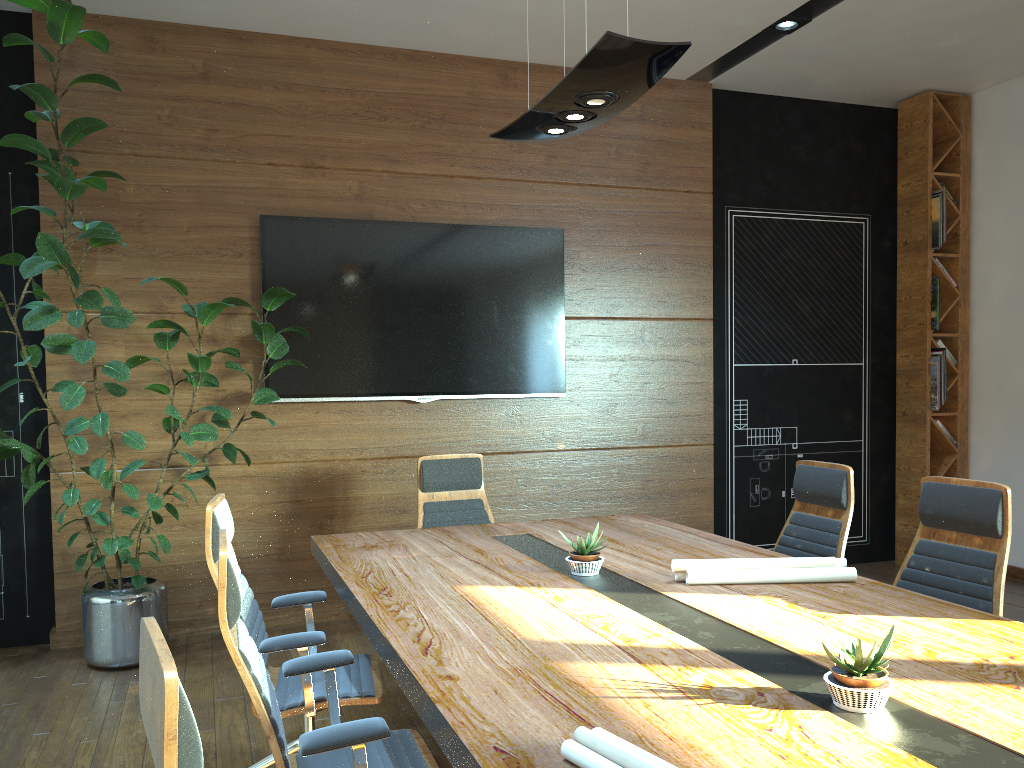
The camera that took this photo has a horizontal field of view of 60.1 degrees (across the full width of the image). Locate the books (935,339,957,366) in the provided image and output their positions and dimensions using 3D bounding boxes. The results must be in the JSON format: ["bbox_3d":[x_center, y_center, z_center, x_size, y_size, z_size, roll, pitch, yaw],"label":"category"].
[{"bbox_3d":[-0.518,-0.185,5.620,8.418,0.209,0.175,-1,2,-19],"label":"books"}]

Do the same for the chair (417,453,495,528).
[{"bbox_3d":[-0.218,0.964,4.807,0.706,1.130,0.695,-2,2,-24],"label":"chair"}]

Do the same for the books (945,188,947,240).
[{"bbox_3d":[-0.540,-1.230,5.592,7.997,0.391,0.397,-1,1,-19],"label":"books"}]

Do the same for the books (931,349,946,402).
[{"bbox_3d":[-0.521,-0.008,5.646,8.004,0.402,0.386,-1,1,-19],"label":"books"}]

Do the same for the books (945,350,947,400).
[{"bbox_3d":[-0.522,-0.010,5.649,8.029,0.382,0.395,-1,1,-19],"label":"books"}]

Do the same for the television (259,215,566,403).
[{"bbox_3d":[-0.600,-0.465,5.847,2.029,1.183,0.075,-1,3,-19],"label":"television"}]

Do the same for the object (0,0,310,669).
[{"bbox_3d":[-2.325,-0.133,4.834,1.681,3.374,2.033,0,2,22],"label":"object"}]

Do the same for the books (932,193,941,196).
[{"bbox_3d":[-0.542,-1.193,5.602,7.911,0.400,0.397,-1,1,-19],"label":"books"}]

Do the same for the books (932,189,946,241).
[{"bbox_3d":[-0.541,-1.228,5.595,7.989,0.394,0.397,-1,1,-19],"label":"books"}]

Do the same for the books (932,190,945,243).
[{"bbox_3d":[-0.541,-1.217,5.594,7.964,0.396,0.397,-1,1,-19],"label":"books"}]

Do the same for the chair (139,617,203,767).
[{"bbox_3d":[-0.286,0.967,1.593,0.695,1.130,0.705,-2,2,-27],"label":"chair"}]

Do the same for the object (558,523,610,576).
[{"bbox_3d":[0.274,0.629,3.382,0.153,0.188,0.177,-2,2,-31],"label":"object"}]

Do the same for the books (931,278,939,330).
[{"bbox_3d":[-0.533,-0.552,5.632,7.867,0.391,0.397,-1,1,-19],"label":"books"}]

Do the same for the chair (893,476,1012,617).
[{"bbox_3d":[1.491,0.940,3.374,0.695,1.130,0.705,-2,2,-23],"label":"chair"}]

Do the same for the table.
[{"bbox_3d":[0.785,1.112,1.995,1.784,0.798,5.536,-1,0,-19],"label":"table"}]

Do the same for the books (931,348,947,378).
[{"bbox_3d":[-0.522,-0.022,5.647,8.038,0.398,0.391,-1,1,-19],"label":"books"}]

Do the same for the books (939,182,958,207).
[{"bbox_3d":[-0.516,-0.174,5.615,8.414,2.653,0.160,-1,3,-19],"label":"books"}]

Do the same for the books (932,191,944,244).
[{"bbox_3d":[-0.539,-1.206,5.592,7.940,0.398,0.391,-1,1,-19],"label":"books"}]

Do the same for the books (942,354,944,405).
[{"bbox_3d":[-0.523,0.022,5.654,7.965,0.384,0.400,-1,1,-19],"label":"books"}]

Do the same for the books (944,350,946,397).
[{"bbox_3d":[-0.523,-0.009,5.651,8.020,0.389,0.390,-1,1,-19],"label":"books"}]

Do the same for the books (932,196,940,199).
[{"bbox_3d":[-0.542,-1.171,5.602,7.870,0.398,0.398,-1,1,-19],"label":"books"}]

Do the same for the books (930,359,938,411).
[{"bbox_3d":[-0.524,0.061,5.660,7.867,0.399,0.397,-1,1,-19],"label":"books"}]

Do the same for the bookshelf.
[{"bbox_3d":[-0.539,-0.323,5.668,8.624,3.698,0.318,-1,3,-19],"label":"bookshelf"}]

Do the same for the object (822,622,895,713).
[{"bbox_3d":[0.772,0.623,1.980,0.153,0.188,0.177,0,2,21],"label":"object"}]

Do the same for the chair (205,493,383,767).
[{"bbox_3d":[-0.765,0.973,3.315,0.696,1.130,0.705,-1,2,-11],"label":"chair"}]

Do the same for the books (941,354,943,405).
[{"bbox_3d":[-0.522,0.022,5.652,7.957,0.390,0.397,-1,1,-19],"label":"books"}]

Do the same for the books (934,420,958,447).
[{"bbox_3d":[-0.514,0.444,5.664,8.420,0.221,0.233,-1,1,-19],"label":"books"}]

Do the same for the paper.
[{"bbox_3d":[0.575,0.675,2.334,0.628,0.083,2.238,-1,0,21],"label":"paper"}]

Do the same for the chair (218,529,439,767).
[{"bbox_3d":[-0.473,0.969,2.501,0.696,1.130,0.705,-1,2,-18],"label":"chair"}]

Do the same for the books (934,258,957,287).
[{"bbox_3d":[-0.541,-0.804,5.633,8.414,0.231,0.238,-1,1,-19],"label":"books"}]

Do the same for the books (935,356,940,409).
[{"bbox_3d":[-0.525,0.044,5.660,7.904,0.400,0.397,-1,1,-19],"label":"books"}]

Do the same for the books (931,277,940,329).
[{"bbox_3d":[-0.531,-0.561,5.625,7.880,0.396,0.397,-1,1,-19],"label":"books"}]

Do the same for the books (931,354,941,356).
[{"bbox_3d":[-0.525,0.024,5.658,7.948,0.398,0.398,-1,1,-19],"label":"books"}]

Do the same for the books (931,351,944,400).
[{"bbox_3d":[-0.521,0.006,5.647,7.974,0.404,0.390,-1,1,-19],"label":"books"}]

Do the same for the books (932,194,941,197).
[{"bbox_3d":[-0.541,-1.186,5.599,7.902,0.397,0.397,-1,1,-19],"label":"books"}]

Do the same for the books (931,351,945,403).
[{"bbox_3d":[-0.522,0.000,5.648,7.995,0.398,0.387,-1,1,-19],"label":"books"}]

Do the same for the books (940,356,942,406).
[{"bbox_3d":[-0.523,0.034,5.653,7.940,0.384,0.399,-1,1,-19],"label":"books"}]

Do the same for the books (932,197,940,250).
[{"bbox_3d":[-0.539,-1.164,5.596,7.861,0.391,0.398,-1,1,-19],"label":"books"}]

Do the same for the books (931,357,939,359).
[{"bbox_3d":[-0.524,0.050,5.658,7.887,0.399,0.397,-1,1,-19],"label":"books"}]

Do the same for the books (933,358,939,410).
[{"bbox_3d":[-0.522,0.057,5.653,7.876,0.397,0.397,-1,1,-19],"label":"books"}]

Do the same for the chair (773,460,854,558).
[{"bbox_3d":[1.212,0.944,4.185,0.696,1.130,0.705,-2,2,-19],"label":"chair"}]
